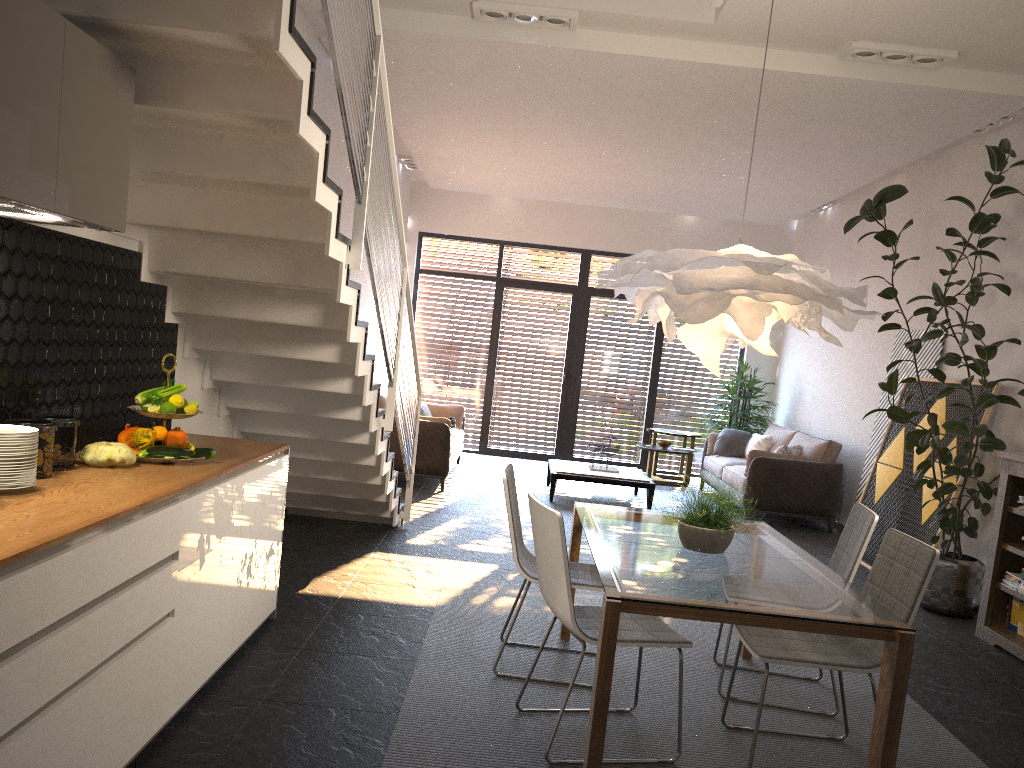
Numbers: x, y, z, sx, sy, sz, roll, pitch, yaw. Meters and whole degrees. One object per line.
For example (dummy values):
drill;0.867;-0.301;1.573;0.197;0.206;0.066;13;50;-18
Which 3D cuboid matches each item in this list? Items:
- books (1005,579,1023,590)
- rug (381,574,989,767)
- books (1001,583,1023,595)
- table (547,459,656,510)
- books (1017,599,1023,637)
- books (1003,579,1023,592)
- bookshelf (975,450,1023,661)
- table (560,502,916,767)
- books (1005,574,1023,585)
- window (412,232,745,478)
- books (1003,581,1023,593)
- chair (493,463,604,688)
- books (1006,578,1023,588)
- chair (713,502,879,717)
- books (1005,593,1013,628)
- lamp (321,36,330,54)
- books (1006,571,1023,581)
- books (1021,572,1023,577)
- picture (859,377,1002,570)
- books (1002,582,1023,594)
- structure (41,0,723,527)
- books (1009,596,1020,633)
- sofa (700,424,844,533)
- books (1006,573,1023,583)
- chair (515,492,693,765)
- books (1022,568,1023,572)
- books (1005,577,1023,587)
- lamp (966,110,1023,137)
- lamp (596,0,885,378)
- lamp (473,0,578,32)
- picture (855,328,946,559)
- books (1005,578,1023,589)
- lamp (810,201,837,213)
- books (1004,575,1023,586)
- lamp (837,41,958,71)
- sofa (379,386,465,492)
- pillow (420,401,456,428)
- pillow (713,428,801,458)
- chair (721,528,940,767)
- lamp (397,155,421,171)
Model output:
books;3.083;1.202;5.222;0.218;0.008;0.287;6;2;6
rug;0.741;1.408;3.816;2.371;0.006;3.672;6;2;0
books;3.075;1.229;5.224;0.218;0.008;0.303;6;2;0
table;0.906;1.059;9.399;1.049;0.308;1.111;6;2;0
books;3.147;1.403;5.312;0.171;0.236;0.107;6;5;0
books;3.076;1.206;5.223;0.218;0.013;0.304;6;2;5
bookshelf;3.134;1.049;4.588;0.451;1.177;1.911;6;3;0
table;0.774;1.056;3.767;0.997;0.717;1.793;6;3;0
books;3.084;1.172;5.211;0.218;0.008;0.303;6;2;4
window;0.858;-0.402;12.212;4.941;3.043;0.457;6;5;0
books;3.077;1.214;5.223;0.218;0.008;0.303;6;2;5
chair;0.206;0.879;4.156;0.601;0.924;0.473;6;5;3
books;3.085;1.191;5.212;0.218;0.006;0.303;6;2;5
chair;1.303;0.996;4.139;0.601;0.924;0.473;7;5;10
books;3.150;1.394;5.462;0.171;0.242;0.084;6;5;0
lamp;-1.236;-2.489;6.661;0.253;0.066;0.642;6;2;0
books;3.089;1.156;5.208;0.218;0.013;0.304;6;2;5
books;3.156;1.151;5.193;0.175;0.024;0.248;5;2;-19
picture;3.190;0.744;7.064;0.386;1.612;1.491;6;4;0
books;3.076;1.222;5.225;0.218;0.007;0.304;6;2;5
structure;0.695;-2.736;2.439;4.234;8.347;8.426;6;4;0
books;3.148;1.401;5.394;0.171;0.236;0.100;6;5;0
sofa;2.816;0.940;9.826;0.993;0.923;2.312;6;3;0
books;3.089;1.164;5.210;0.218;0.008;0.303;6;2;5
chair;0.339;0.921;3.410;0.602;0.924;0.472;5;5;-14
books;3.158;1.128;5.190;0.175;0.024;0.248;6;2;-14
books;3.082;1.185;5.215;0.218;0.008;0.287;6;2;4
lamp;3.565;-1.976;6.648;0.253;0.066;0.642;6;2;0
lamp;1.161;-2.617;3.441;1.116;5.237;1.058;7;5;11
lamp;0.085;-2.304;5.514;0.645;0.066;0.252;6;2;0
picture;3.355;0.519;7.801;0.207;2.028;0.953;6;5;0
books;3.085;1.196;5.221;0.218;0.008;0.287;6;2;6
lamp;3.612;-2.118;10.481;0.253;0.066;0.642;6;2;0
books;3.081;1.178;5.212;0.218;0.008;0.303;6;2;4
lamp;2.393;-2.057;5.508;0.645;0.066;0.252;6;2;0
sofa;-1.074;0.523;9.836;0.993;0.923;2.312;6;3;0
pillow;-1.235;0.366;10.319;0.952;0.711;1.017;8;4;24
pillow;2.709;0.740;9.846;0.618;0.344;1.886;6;2;1
chair;1.200;1.013;3.408;0.601;0.924;0.473;6;5;1
lamp;-1.188;-2.632;10.494;0.253;0.066;0.642;6;2;0
